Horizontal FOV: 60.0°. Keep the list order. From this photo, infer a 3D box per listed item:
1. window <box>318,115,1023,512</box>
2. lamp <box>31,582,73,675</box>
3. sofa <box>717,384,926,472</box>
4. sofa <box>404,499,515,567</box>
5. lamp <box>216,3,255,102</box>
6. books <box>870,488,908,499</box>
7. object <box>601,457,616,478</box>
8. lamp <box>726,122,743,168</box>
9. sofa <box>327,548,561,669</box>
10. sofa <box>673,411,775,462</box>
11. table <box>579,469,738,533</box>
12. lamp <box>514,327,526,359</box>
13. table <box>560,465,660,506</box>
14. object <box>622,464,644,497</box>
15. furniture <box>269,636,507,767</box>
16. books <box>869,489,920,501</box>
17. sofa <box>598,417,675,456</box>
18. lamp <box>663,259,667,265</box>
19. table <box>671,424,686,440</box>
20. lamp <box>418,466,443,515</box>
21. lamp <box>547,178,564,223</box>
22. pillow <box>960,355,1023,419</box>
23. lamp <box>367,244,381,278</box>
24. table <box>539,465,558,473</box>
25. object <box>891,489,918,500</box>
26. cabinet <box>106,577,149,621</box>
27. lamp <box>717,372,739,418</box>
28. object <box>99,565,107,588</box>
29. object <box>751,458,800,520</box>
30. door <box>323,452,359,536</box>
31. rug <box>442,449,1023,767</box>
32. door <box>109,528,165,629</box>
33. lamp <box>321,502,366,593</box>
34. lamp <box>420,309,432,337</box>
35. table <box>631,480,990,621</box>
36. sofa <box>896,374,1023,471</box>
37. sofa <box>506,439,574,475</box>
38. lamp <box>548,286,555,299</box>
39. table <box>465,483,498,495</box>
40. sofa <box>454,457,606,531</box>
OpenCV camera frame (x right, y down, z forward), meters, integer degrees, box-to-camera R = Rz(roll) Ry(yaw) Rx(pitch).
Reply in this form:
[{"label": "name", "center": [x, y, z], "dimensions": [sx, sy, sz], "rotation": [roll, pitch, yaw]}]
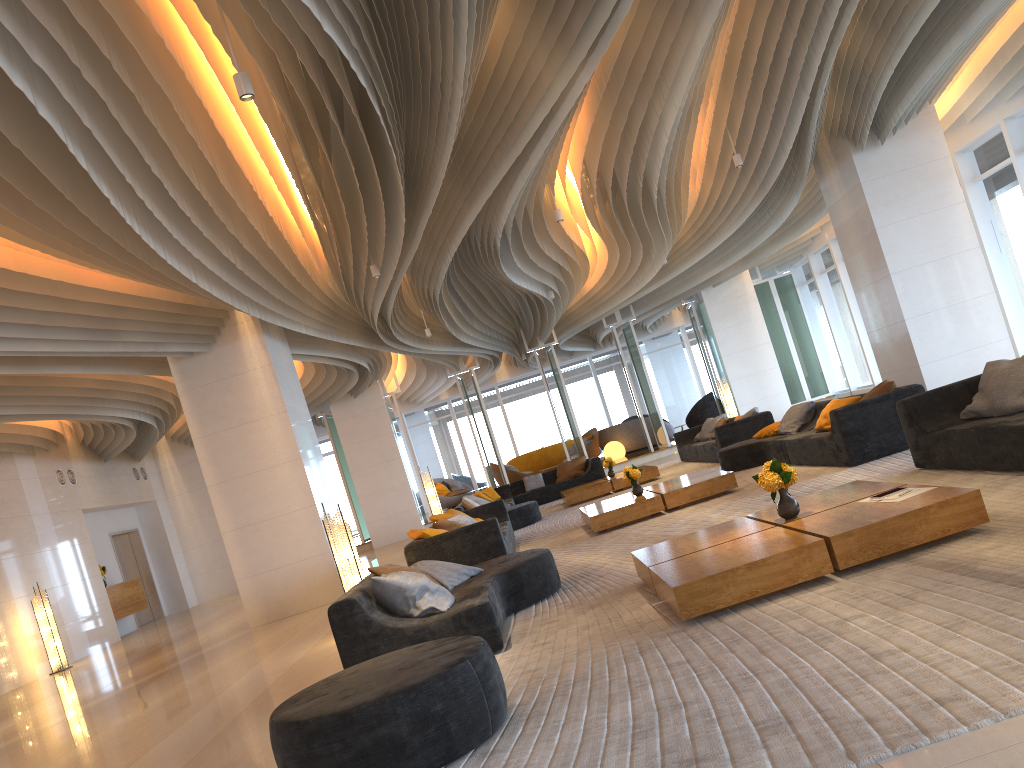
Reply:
[{"label": "window", "center": [5.163, -1.376, 12.680], "dimensions": [22.336, 3.214, 54.139], "rotation": [-14, -6, -36]}, {"label": "lamp", "center": [-7.297, 3.818, 13.942], "dimensions": [0.250, 1.449, 0.250], "rotation": [-17, -1, -1]}, {"label": "sofa", "center": [3.434, 0.600, 10.467], "dimensions": [1.352, 0.581, 4.151], "rotation": [-17, -5, -2]}, {"label": "sofa", "center": [-0.492, 1.800, 10.086], "dimensions": [0.942, 0.581, 3.785], "rotation": [-17, -5, -1]}, {"label": "lamp", "center": [-1.749, -2.364, 5.119], "dimensions": [0.088, 1.504, 0.090], "rotation": [-18, -1, 44]}, {"label": "books", "center": [2.130, 0.617, 5.014], "dimensions": [0.182, 0.011, 0.112], "rotation": [-17, -5, -11]}, {"label": "object", "center": [1.704, 1.443, 15.475], "dimensions": [0.234, 0.376, 0.268], "rotation": [-19, -2, 31]}, {"label": "lamp", "center": [2.413, -3.236, 10.283], "dimensions": [0.089, 1.504, 0.089], "rotation": [-17, -1, -10]}, {"label": "sofa", "center": [-0.348, 1.431, 6.201], "dimensions": [1.355, 0.575, 2.258], "rotation": [-17, -4, -1]}, {"label": "sofa", "center": [3.632, 0.952, 15.390], "dimensions": [0.942, 0.581, 3.785], "rotation": [-17, -5, -1]}, {"label": "table", "center": [1.621, 1.336, 10.163], "dimensions": [1.601, 0.219, 1.604], "rotation": [-17, -5, -1]}, {"label": "lamp", "center": [0.111, -1.384, 23.715], "dimensions": [0.089, 1.504, 0.089], "rotation": [-18, -1, 8]}, {"label": "table", "center": [1.659, 1.757, 15.318], "dimensions": [1.601, 0.219, 1.604], "rotation": [-17, -5, -1]}, {"label": "object", "center": [1.383, 1.089, 10.063], "dimensions": [0.235, 0.376, 0.267], "rotation": [-18, -2, 21]}, {"label": "furniture", "center": [-0.513, 1.392, 3.765], "dimensions": [0.981, 0.363, 0.988], "rotation": [-18, -4, 8]}, {"label": "books", "center": [2.127, 0.616, 4.933], "dimensions": [0.182, 0.011, 0.211], "rotation": [-16, -5, -20]}, {"label": "sofa", "center": [3.353, 1.450, 24.539], "dimensions": [1.120, 0.899, 2.545], "rotation": [-15, -5, -41]}, {"label": "lamp", "center": [2.441, -2.810, 15.453], "dimensions": [0.088, 1.504, 0.090], "rotation": [-18, -1, 44]}, {"label": "table", "center": [4.622, 1.439, 25.515], "dimensions": [1.088, 0.318, 0.814], "rotation": [-15, -5, -30]}, {"label": "lamp", "center": [-1.441, 2.189, 16.431], "dimensions": [0.250, 1.449, 0.250], "rotation": [-17, -1, -1]}, {"label": "lamp", "center": [0.331, -2.588, 10.213], "dimensions": [0.090, 1.504, 0.088], "rotation": [-17, -1, -28]}, {"label": "pillow", "center": [3.638, 0.002, 6.515], "dimensions": [0.550, 0.377, 0.636], "rotation": [-16, -4, -23]}, {"label": "lamp", "center": [-1.766, -1.937, 10.134], "dimensions": [0.089, 1.504, 0.089], "rotation": [-17, -1, -10]}, {"label": "table", "center": [1.162, 2.401, 24.039], "dimensions": [0.822, 0.318, 1.077], "rotation": [-16, -5, -20]}, {"label": "object", "center": [2.142, 0.604, 4.884], "dimensions": [0.182, 0.014, 0.105], "rotation": [-16, -5, -20]}, {"label": "cabinet", "center": [-7.901, 4.337, 17.615], "dimensions": [0.559, 0.660, 1.513], "rotation": [-17, -4, -1]}, {"label": "lamp", "center": [4.336, 0.474, 17.594], "dimensions": [0.250, 1.449, 0.250], "rotation": [-17, -1, -1]}, {"label": "object", "center": [-7.995, 3.729, 17.254], "dimensions": [0.267, 0.496, 0.235], "rotation": [-17, -2, -14]}, {"label": "object", "center": [1.589, 0.621, 5.270], "dimensions": [0.265, 0.376, 0.236], "rotation": [-17, -2, 0]}, {"label": "door", "center": [-5.254, 3.490, 28.447], "dimensions": [1.459, 2.767, 0.060], "rotation": [-17, -1, -2]}, {"label": "rug", "center": [1.658, 1.469, 10.485], "dimensions": [5.514, 0.022, 16.255], "rotation": [-17, -5, -1]}, {"label": "door", "center": [-8.309, 4.257, 19.432], "dimensions": [0.246, 2.098, 1.407], "rotation": [-17, -2, -1]}, {"label": "lamp", "center": [-1.437, 1.597, 7.822], "dimensions": [0.250, 1.196, 0.250], "rotation": [-17, -1, -1]}, {"label": "lamp", "center": [-1.650, -1.538, 15.313], "dimensions": [0.088, 1.504, 0.090], "rotation": [-18, -1, 44]}, {"label": "table", "center": [1.584, 0.926, 5.150], "dimensions": [1.601, 0.219, 1.604], "rotation": [-17, -5, -1]}, {"label": "sofa", "center": [3.525, 0.115, 5.039], "dimensions": [1.336, 0.581, 4.200], "rotation": [-18, -5, 6]}, {"label": "sofa", "center": [0.989, 2.311, 25.954], "dimensions": [2.569, 0.899, 1.109], "rotation": [-17, -3, -12]}, {"label": "lamp", "center": [0.475, -2.199, 15.384], "dimensions": [0.088, 1.504, 0.090], "rotation": [-18, -1, 44]}, {"label": "table", "center": [-0.803, 3.147, 25.577], "dimensions": [1.078, 0.318, 0.821], "rotation": [-18, -4, 5]}, {"label": "sofa", "center": [0.453, 1.951, 15.852], "dimensions": [2.825, 0.652, 5.099], "rotation": [-17, -5, -1]}]
